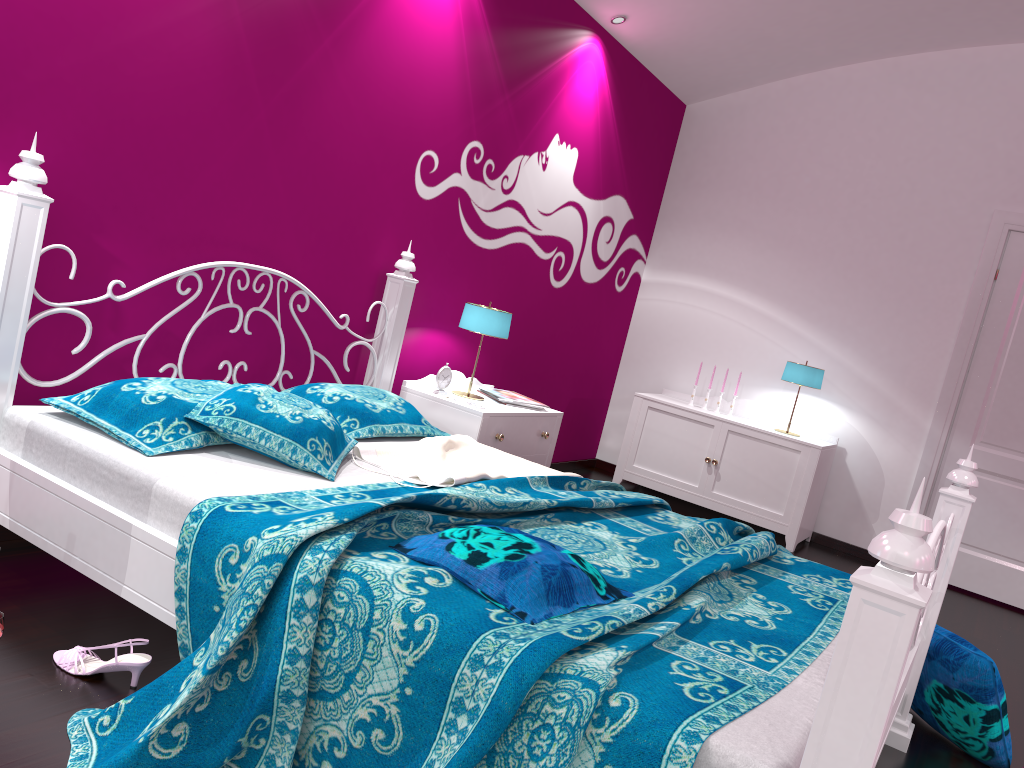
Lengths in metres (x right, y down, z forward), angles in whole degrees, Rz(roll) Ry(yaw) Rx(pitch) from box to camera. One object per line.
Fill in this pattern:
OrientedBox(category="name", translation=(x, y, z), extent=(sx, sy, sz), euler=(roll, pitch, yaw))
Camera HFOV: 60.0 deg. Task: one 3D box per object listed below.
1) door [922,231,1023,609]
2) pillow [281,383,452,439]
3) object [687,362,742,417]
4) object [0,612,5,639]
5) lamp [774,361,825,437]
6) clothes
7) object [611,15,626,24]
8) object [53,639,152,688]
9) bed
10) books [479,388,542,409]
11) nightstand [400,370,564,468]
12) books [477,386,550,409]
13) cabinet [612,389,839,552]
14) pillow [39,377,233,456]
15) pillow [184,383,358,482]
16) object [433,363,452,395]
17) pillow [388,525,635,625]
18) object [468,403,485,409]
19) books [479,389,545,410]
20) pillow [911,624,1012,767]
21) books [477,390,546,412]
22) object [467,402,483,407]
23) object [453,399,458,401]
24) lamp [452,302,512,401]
OrientedBox(category="door", translation=(3.123, 0.294, 4.689), extent=(1.405, 2.001, 0.098), euler=(17, 7, 29))
OrientedBox(category="pillow", translation=(-0.542, 0.088, 3.189), extent=(0.401, 0.141, 0.717), euler=(17, 7, 31))
OrientedBox(category="object", translation=(1.249, 0.027, 5.435), extent=(0.285, 0.284, 0.043), euler=(16, 6, 18))
OrientedBox(category="object", translation=(-1.075, 0.543, 1.809), extent=(0.056, 0.153, 0.056), euler=(11, 6, -22))
OrientedBox(category="lamp", translation=(1.660, 0.077, 5.163), extent=(0.229, 0.438, 0.229), euler=(12, 6, -16))
OrientedBox(category="clothes", translation=(-0.172, 0.399, 2.964), extent=(0.553, 0.376, 1.036), euler=(16, 6, 24))
OrientedBox(category="object", translation=(0.552, -1.906, 4.615), extent=(0.085, 0.058, 0.080), euler=(17, 7, 29))
OrientedBox(category="object", translation=(-0.911, 0.589, 1.963), extent=(0.241, 0.110, 0.089), euler=(16, 6, 20))
OrientedBox(category="bed", translation=(-0.061, 0.214, 2.432), extent=(2.317, 1.143, 2.167), euler=(17, 7, 29))
OrientedBox(category="books", translation=(-0.010, 0.065, 4.189), extent=(0.220, 0.007, 0.300), euler=(11, 6, -22))
OrientedBox(category="nightstand", translation=(-0.156, 0.291, 4.066), extent=(0.455, 0.616, 0.742), euler=(17, 7, 29))
OrientedBox(category="books", translation=(0.006, 0.062, 4.206), extent=(0.221, 0.012, 0.300), euler=(9, 7, -37))
OrientedBox(category="cabinet", translation=(1.286, 0.446, 5.382), extent=(1.142, 0.734, 0.506), euler=(17, 7, 29))
OrientedBox(category="pillow", translation=(-0.899, 0.069, 2.545), extent=(0.401, 0.141, 0.717), euler=(16, 6, 24))
OrientedBox(category="pillow", translation=(-0.660, 0.109, 2.522), extent=(0.418, 0.176, 0.404), euler=(14, 6, -3))
OrientedBox(category="object", translation=(-0.296, -0.024, 3.849), extent=(0.033, 0.140, 0.106), euler=(17, 7, 32))
OrientedBox(category="pillow", translation=(0.012, 0.395, 1.949), extent=(0.425, 0.127, 0.404), euler=(19, 8, 39))
OrientedBox(category="object", translation=(-0.149, 0.093, 3.742), extent=(0.073, 0.006, 0.073), euler=(13, 6, -8))
OrientedBox(category="books", translation=(-0.002, 0.072, 4.213), extent=(0.220, 0.007, 0.300), euler=(11, 6, -25))
OrientedBox(category="pillow", translation=(1.355, 0.937, 2.753), extent=(0.264, 0.357, 0.402), euler=(12, 6, -20))
OrientedBox(category="books", translation=(-0.004, 0.080, 4.202), extent=(0.220, 0.007, 0.300), euler=(10, 7, -31))
OrientedBox(category="object", translation=(-0.158, 0.087, 3.795), extent=(0.073, 0.003, 0.073), euler=(13, 6, -8))
OrientedBox(category="object", translation=(-0.239, 0.068, 3.769), extent=(0.022, 0.006, 0.022), euler=(8, 8, -46))
OrientedBox(category="lamp", translation=(-0.147, -0.155, 3.981), extent=(0.229, 0.438, 0.229), euler=(12, 6, -16))
